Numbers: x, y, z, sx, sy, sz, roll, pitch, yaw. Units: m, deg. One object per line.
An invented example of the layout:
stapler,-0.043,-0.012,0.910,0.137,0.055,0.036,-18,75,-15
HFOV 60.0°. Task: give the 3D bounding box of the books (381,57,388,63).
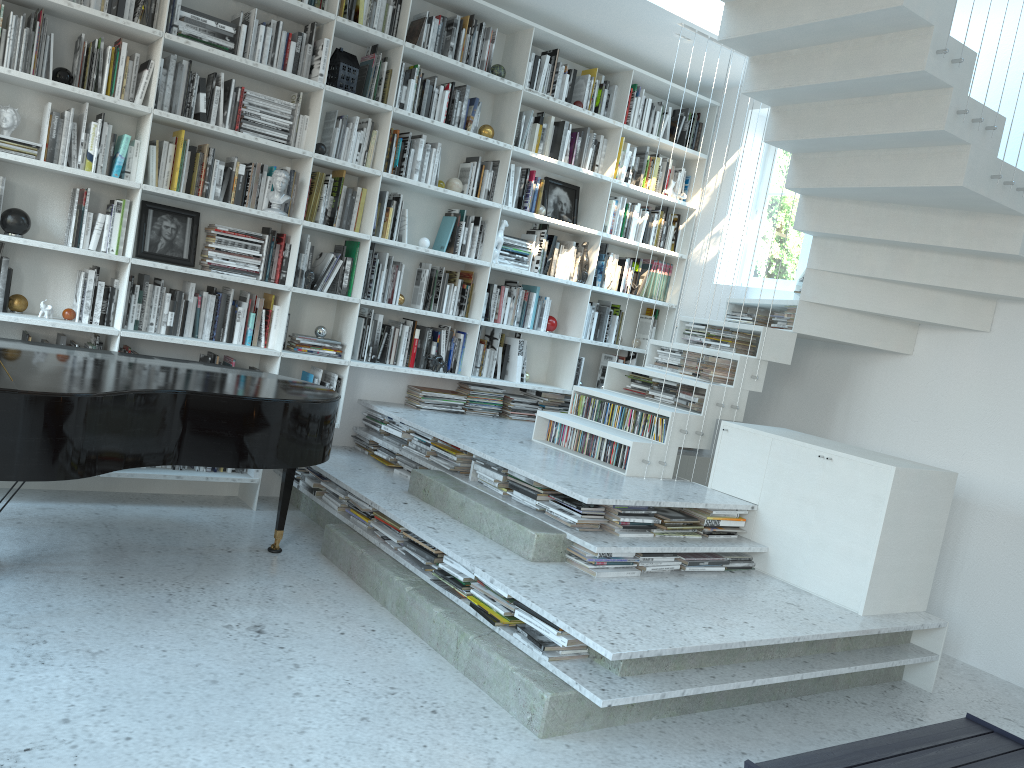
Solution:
books,-0.783,-1.755,5.182,0.005,0.292,0.130,7,6,-36

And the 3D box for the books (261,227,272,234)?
books,-1.402,-0.733,4.992,0.011,0.299,0.130,7,6,-36

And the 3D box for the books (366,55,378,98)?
books,-0.847,-1.751,5.111,0.022,0.272,0.181,7,6,-36

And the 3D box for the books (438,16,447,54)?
books,-0.460,-2.061,5.327,0.021,0.256,0.168,7,6,-36

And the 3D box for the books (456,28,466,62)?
books,-0.349,-2.033,5.395,0.018,0.231,0.159,7,6,-36

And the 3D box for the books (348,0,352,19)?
books,-0.936,-2.127,4.982,0.008,0.262,0.142,7,6,-36

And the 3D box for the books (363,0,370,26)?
books,-0.862,-2.124,5.042,0.030,0.275,0.151,7,6,-36

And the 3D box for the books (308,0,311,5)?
books,-1.127,-2.124,4.866,0.014,0.204,0.134,7,6,-36

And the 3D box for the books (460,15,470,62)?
books,-0.335,-2.072,5.403,0.006,0.312,0.178,7,6,-36

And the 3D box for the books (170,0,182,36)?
books,-1.714,-1.852,4.480,0.021,0.249,0.191,7,6,-36

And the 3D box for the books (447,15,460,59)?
books,-0.391,-2.070,5.373,0.024,0.292,0.167,7,6,-36

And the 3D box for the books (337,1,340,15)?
books,-0.991,-2.152,4.931,0.007,0.298,0.180,7,6,-35

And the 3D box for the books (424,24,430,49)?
books,-0.543,-2.035,5.273,0.009,0.183,0.160,7,6,-36

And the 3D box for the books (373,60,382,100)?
books,-0.813,-1.739,5.140,0.005,0.255,0.158,7,6,-35

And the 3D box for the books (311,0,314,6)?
books,-1.103,-2.173,4.863,0.012,0.308,0.138,7,6,-36

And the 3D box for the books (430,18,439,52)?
books,-0.507,-2.052,5.296,0.028,0.226,0.163,7,6,-36

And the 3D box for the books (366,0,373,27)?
books,-0.834,-2.130,5.038,0.010,0.298,0.167,7,6,-36

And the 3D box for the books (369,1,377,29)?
books,-0.830,-2.070,5.051,0.022,0.180,0.172,7,6,-36

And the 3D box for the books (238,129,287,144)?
books,-1.380,-1.348,4.848,0.254,0.012,0.160,8,5,-33

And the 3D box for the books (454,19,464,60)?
books,-0.365,-2.064,5.401,0.007,0.285,0.159,7,6,-36

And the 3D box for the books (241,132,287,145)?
books,-1.381,-1.335,4.847,0.254,0.012,0.160,7,6,-40

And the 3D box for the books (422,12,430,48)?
books,-0.556,-2.068,5.258,0.011,0.244,0.172,7,6,-36

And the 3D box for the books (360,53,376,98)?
books,-0.852,-1.751,5.090,0.021,0.272,0.190,7,6,-36

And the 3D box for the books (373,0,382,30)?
books,-0.810,-2.079,5.064,0.024,0.202,0.180,7,6,-36

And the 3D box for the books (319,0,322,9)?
books,-1.077,-2.137,4.892,0.014,0.244,0.145,7,6,-36

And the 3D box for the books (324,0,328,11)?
books,-1.049,-2.140,4.908,0.022,0.257,0.136,7,6,-36

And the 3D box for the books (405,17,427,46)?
books,-0.581,-2.050,5.225,0.046,0.206,0.183,7,6,-36

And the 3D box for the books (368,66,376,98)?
books,-0.849,-1.725,5.133,0.024,0.217,0.168,7,6,-36

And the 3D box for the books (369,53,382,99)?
books,-0.822,-1.756,5.118,0.021,0.288,0.179,7,6,-36

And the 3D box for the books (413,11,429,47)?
books,-0.559,-2.067,5.245,0.009,0.244,0.173,7,6,-36

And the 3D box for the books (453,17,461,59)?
books,-0.381,-2.071,5.395,0.017,0.295,0.138,7,6,-36

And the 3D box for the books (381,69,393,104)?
books,-0.766,-1.710,5.162,0.008,0.214,0.223,7,6,-35

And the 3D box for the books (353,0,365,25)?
books,-0.886,-2.115,5.002,0.054,0.255,0.190,7,6,-36

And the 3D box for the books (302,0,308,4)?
books,-1.142,-2.122,4.809,0.023,0.202,0.192,7,6,-36

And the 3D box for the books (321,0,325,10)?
books,-1.062,-2.132,4.893,0.014,0.239,0.153,7,6,-36

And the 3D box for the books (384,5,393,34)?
books,-0.752,-2.068,5.118,0.022,0.194,0.181,7,6,-36

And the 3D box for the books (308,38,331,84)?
books,-1.084,-1.759,4.878,0.037,0.237,0.272,7,6,-36

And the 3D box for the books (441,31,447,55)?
books,-0.455,-2.029,5.360,0.031,0.191,0.132,7,6,-36

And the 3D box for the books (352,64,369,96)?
books,-0.882,-1.728,5.115,0.019,0.214,0.155,7,6,-36

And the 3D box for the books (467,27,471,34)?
books,-0.320,-2.039,5.420,0.008,0.251,0.169,7,6,-36

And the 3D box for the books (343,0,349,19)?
books,-0.949,-2.127,4.964,0.034,0.261,0.157,7,6,-36

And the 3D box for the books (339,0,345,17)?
books,-0.968,-2.118,4.932,0.007,0.239,0.191,7,6,-36

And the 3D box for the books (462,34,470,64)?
books,-0.326,-2.014,5.402,0.018,0.201,0.188,7,6,-36

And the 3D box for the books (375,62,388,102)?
books,-0.788,-1.731,5.142,0.013,0.248,0.186,7,6,-36

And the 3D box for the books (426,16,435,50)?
books,-0.523,-2.055,5.267,0.013,0.230,0.173,7,6,-36

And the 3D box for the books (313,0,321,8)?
books,-1.089,-2.138,4.871,0.028,0.244,0.160,7,6,-36

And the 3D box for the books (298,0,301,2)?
books,-1.163,-2.159,4.795,0.010,0.270,0.179,7,6,-36

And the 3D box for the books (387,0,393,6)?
books,-0.735,-2.136,5.136,0.012,0.330,0.128,7,6,-36

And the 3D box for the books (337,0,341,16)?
books,-0.996,-2.100,4.948,0.015,0.193,0.159,7,6,-36

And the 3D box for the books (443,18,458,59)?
books,-0.402,-2.052,5.341,0.028,0.258,0.184,7,6,-36

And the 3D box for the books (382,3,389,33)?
books,-0.774,-2.076,5.110,0.025,0.204,0.162,7,6,-36

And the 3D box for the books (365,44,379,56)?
books,-0.842,-1.786,5.124,0.025,0.339,0.142,7,6,-36

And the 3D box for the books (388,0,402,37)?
books,-0.707,-2.090,5.125,0.029,0.253,0.186,7,6,-36

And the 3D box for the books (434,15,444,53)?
books,-0.480,-2.063,5.311,0.030,0.255,0.161,7,6,-36

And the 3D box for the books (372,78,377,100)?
books,-0.830,-1.720,5.145,0.013,0.211,0.139,7,6,-36

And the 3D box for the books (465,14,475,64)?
books,-0.306,-2.077,5.420,0.007,0.330,0.183,7,6,-36

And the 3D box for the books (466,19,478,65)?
books,-0.291,-2.058,5.414,0.015,0.300,0.183,7,6,-36

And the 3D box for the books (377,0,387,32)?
books,-0.784,-2.081,5.076,0.031,0.213,0.169,7,6,-36

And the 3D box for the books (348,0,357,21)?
books,-0.920,-2.109,4.976,0.015,0.234,0.170,7,6,-36
